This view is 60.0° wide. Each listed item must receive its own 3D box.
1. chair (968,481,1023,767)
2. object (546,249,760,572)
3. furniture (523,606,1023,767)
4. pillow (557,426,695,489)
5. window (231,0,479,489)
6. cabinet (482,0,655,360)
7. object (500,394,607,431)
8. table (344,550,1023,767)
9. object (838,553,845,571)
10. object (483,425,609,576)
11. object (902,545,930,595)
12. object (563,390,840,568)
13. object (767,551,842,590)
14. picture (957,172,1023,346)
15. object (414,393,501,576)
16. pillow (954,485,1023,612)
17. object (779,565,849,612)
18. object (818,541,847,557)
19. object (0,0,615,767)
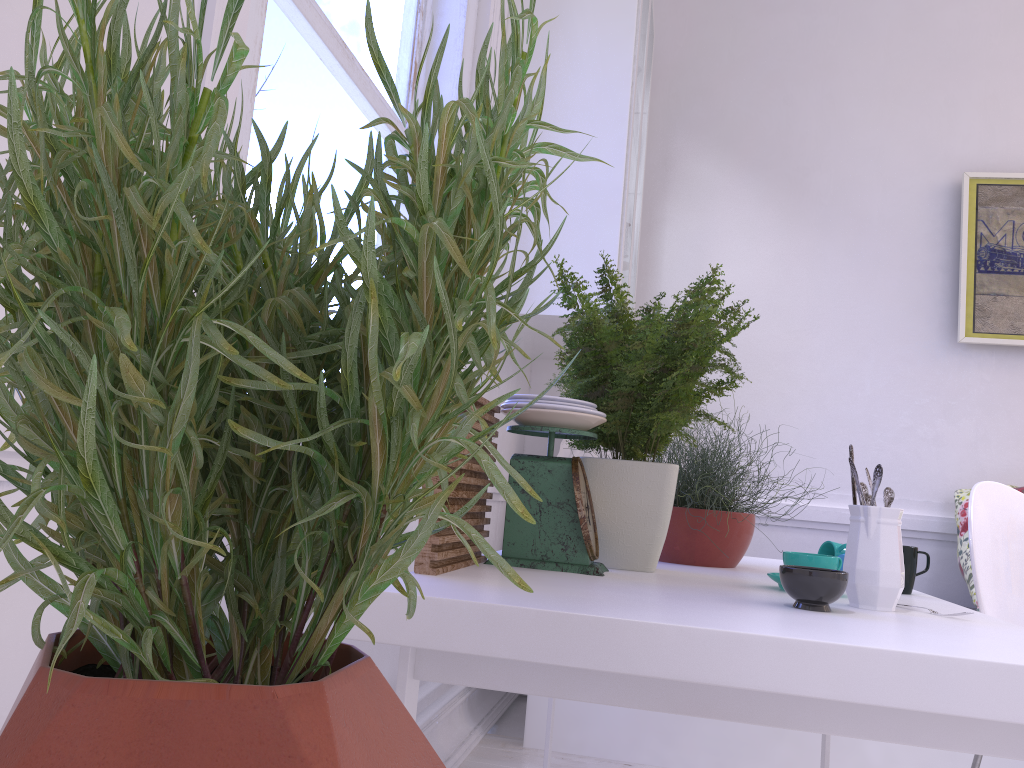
[{"bbox_3d":[1.144,0.618,1.690,0.604,0.845,0.483,10,-8,-33],"label":"chair"},{"bbox_3d":[0.217,0.043,1.488,0.368,0.527,0.438,4,-7,11],"label":"object"},{"bbox_3d":[1.716,0.953,2.616,3.296,0.508,0.769,4,-7,11],"label":"furniture"},{"bbox_3d":[0.377,0.361,3.213,0.677,0.642,0.374,7,-7,-18],"label":"pillow"},{"bbox_3d":[-0.335,-0.678,1.823,0.181,1.782,1.234,4,-7,11],"label":"window"},{"bbox_3d":[0.245,-0.788,3.003,0.425,1.311,0.823,4,-7,11],"label":"cabinet"},{"bbox_3d":[0.063,0.048,1.363,0.164,0.047,0.163,9,-8,-29],"label":"object"},{"bbox_3d":[0.306,0.632,1.503,0.736,0.619,1.514,4,-7,11],"label":"table"},{"bbox_3d":[0.592,0.309,1.514,0.080,0.058,0.069,7,-7,-16],"label":"object"},{"bbox_3d":[0.063,0.175,1.349,0.185,0.208,0.159,4,-7,11],"label":"object"},{"bbox_3d":[0.641,0.304,1.451,0.070,0.077,0.055,0,-9,36],"label":"object"},{"bbox_3d":[0.366,0.195,1.806,0.531,0.367,0.668,0,-9,35],"label":"object"},{"bbox_3d":[0.441,0.280,1.312,0.121,0.055,0.121,11,-9,-38],"label":"object"},{"bbox_3d":[2.091,-0.427,3.101,0.971,0.629,0.020,4,-7,11],"label":"picture"},{"bbox_3d":[-0.068,0.132,1.220,0.028,0.237,0.294,4,-7,11],"label":"object"},{"bbox_3d":[1.750,0.542,2.821,0.592,0.447,0.509,3,-7,16],"label":"pillow"},{"bbox_3d":[0.363,0.246,1.066,0.082,0.048,0.079,9,-8,-29],"label":"object"},{"bbox_3d":[0.587,0.307,1.552,0.082,0.059,0.069,7,-7,-11],"label":"object"},{"bbox_3d":[-0.081,0.015,0.276,0.196,0.367,0.186,10,-8,-34],"label":"object"}]
